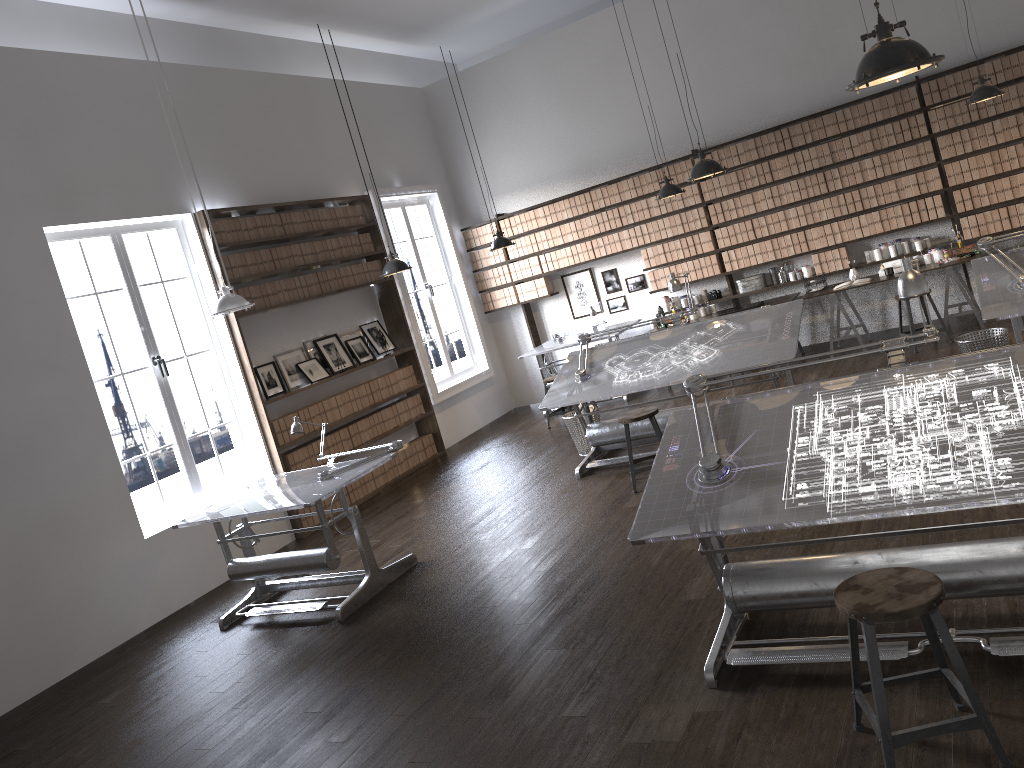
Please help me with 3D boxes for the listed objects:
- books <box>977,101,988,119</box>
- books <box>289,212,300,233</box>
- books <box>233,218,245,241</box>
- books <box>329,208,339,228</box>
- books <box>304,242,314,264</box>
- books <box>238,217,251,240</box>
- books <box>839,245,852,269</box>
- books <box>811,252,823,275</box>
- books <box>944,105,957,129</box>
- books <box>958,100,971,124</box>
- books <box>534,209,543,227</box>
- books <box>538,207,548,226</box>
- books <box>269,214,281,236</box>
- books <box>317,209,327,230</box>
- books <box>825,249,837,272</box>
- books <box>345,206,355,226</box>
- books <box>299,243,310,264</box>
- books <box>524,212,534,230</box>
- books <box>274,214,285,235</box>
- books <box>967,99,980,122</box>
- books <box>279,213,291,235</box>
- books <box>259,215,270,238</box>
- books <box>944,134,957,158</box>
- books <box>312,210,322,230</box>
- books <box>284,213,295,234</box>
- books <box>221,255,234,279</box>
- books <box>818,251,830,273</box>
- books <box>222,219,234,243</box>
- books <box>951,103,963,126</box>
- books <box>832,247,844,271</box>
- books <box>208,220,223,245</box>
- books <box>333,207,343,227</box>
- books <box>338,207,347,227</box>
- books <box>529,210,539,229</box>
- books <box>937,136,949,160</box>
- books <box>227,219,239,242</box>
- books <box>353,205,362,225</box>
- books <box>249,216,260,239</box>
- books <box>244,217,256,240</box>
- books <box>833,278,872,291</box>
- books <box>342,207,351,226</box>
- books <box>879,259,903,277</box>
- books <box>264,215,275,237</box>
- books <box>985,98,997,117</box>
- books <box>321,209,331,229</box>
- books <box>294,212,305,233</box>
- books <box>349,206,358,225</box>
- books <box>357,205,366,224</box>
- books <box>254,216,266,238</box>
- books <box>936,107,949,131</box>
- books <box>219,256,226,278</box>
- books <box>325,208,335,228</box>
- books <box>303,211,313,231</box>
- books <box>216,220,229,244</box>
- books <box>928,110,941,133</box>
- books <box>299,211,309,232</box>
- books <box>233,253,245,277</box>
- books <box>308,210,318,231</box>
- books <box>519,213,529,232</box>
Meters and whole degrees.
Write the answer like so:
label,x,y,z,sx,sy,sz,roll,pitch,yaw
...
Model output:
label,x,y,z,sx,sy,sz,roll,pitch,yaw
books,4.539,-2.671,8.560,0.066,0.225,0.176,-14,6,29
books,-2.213,-1.571,8.777,0.173,0.225,0.067,-13,5,29
books,-2.558,-1.385,8.108,0.173,0.225,0.067,-13,5,29
books,-1.936,-1.722,9.334,0.173,0.225,0.067,-13,5,29
books,-2.091,-1.285,8.871,0.173,0.225,0.067,-13,5,29
books,-2.523,-1.402,8.168,0.173,0.225,0.067,-13,5,29
books,3.530,-1.344,9.377,0.066,0.225,0.176,-14,6,29
books,3.289,-1.291,9.506,0.066,0.225,0.176,-14,6,29
books,4.300,-2.618,8.687,0.066,0.225,0.176,-14,6,29
books,4.412,-2.643,8.631,0.066,0.225,0.176,-14,6,29
books,0.359,-2.038,10.846,0.066,0.225,0.176,-14,6,29
books,0.412,-2.049,10.814,0.066,0.225,0.176,-14,6,29
books,-2.341,-1.501,8.527,0.173,0.225,0.067,-13,5,29
books,-2.025,-1.672,9.146,0.173,0.225,0.067,-13,5,29
books,3.409,-1.318,9.445,0.066,0.225,0.176,-14,6,29
books,-1.811,-1.789,9.570,0.173,0.225,0.067,-13,5,29
books,-2.122,-1.268,8.807,0.173,0.225,0.067,-13,5,29
books,0.245,-2.013,10.911,0.066,0.225,0.176,-14,6,29
books,-2.314,-1.518,8.592,0.173,0.225,0.067,-13,5,29
books,4.473,-2.656,8.591,0.066,0.225,0.176,-14,6,29
books,-2.276,-1.537,8.655,0.173,0.225,0.067,-13,5,29
books,-2.408,-1.466,8.405,0.173,0.225,0.067,-13,5,29
books,4.324,-2.350,8.735,0.066,0.225,0.176,-14,6,29
books,-2.057,-1.655,9.083,0.173,0.225,0.067,-13,5,29
books,-2.248,-1.553,8.722,0.173,0.225,0.067,-13,5,29
books,-2.591,-1.014,7.890,0.173,0.225,0.067,-13,5,29
books,3.349,-1.305,9.479,0.066,0.225,0.176,-14,6,29
books,-2.618,-1.351,7.985,0.173,0.225,0.067,-13,5,29
books,4.356,-2.631,8.660,0.066,0.225,0.176,-14,6,29
books,3.468,-1.330,9.407,0.066,0.225,0.176,-14,6,29
books,-2.679,-1.317,7.856,0.173,0.225,0.067,-13,5,29
books,-1.901,-1.740,9.394,0.173,0.225,0.067,-13,5,29
books,-1.871,-1.757,9.458,0.173,0.225,0.067,-13,5,29
books,0.300,-2.024,10.874,0.066,0.225,0.176,-14,6,29
books,4.272,-2.339,8.769,0.066,0.225,0.176,-14,6,29
books,-2.590,-1.367,8.048,0.173,0.225,0.067,-13,5,29
books,-1.754,-1.821,9.694,0.173,0.225,0.067,-13,5,29
books,-2.466,-1.434,8.287,0.173,0.225,0.067,-13,5,29
books,-2.493,-1.419,8.232,0.173,0.225,0.067,-13,5,29
books,3.430,-1.013,8.924,0.353,0.029,0.258,-12,8,29
books,-1.844,-1.772,9.514,0.173,0.225,0.067,-13,5,29
books,3.831,-1.183,8.885,0.293,0.147,0.389,-13,8,29
books,-2.376,-1.483,8.468,0.173,0.225,0.067,-13,5,29
books,4.598,-2.683,8.521,0.066,0.225,0.176,-14,6,29
books,-1.996,-1.689,9.211,0.173,0.225,0.067,-13,5,29
books,-2.183,-1.587,8.842,0.173,0.225,0.067,-13,5,29
books,-1.786,-1.804,9.632,0.173,0.225,0.067,-13,5,29
books,-1.719,-1.839,9.754,0.173,0.225,0.067,-13,5,29
books,-2.433,-1.451,8.344,0.173,0.225,0.067,-13,5,29
books,4.238,-2.604,8.722,0.066,0.225,0.176,-14,6,29
books,-2.624,-0.997,7.830,0.173,0.225,0.067,-13,5,29
books,-1.969,-1.705,9.274,0.173,0.225,0.067,-13,5,29
books,-2.123,-1.621,8.965,0.173,0.225,0.067,-13,5,29
books,-2.647,-1.335,7.920,0.173,0.225,0.067,-13,5,29
books,4.178,-2.591,8.759,0.066,0.225,0.176,-14,6,29
books,-2.156,-1.604,8.904,0.173,0.225,0.067,-13,5,29
books,-2.526,-1.049,8.014,0.173,0.225,0.067,-13,5,29
books,-2.089,-1.639,9.029,0.173,0.225,0.067,-13,5,29
books,0.185,-2.000,10.945,0.066,0.225,0.176,-14,6,29
